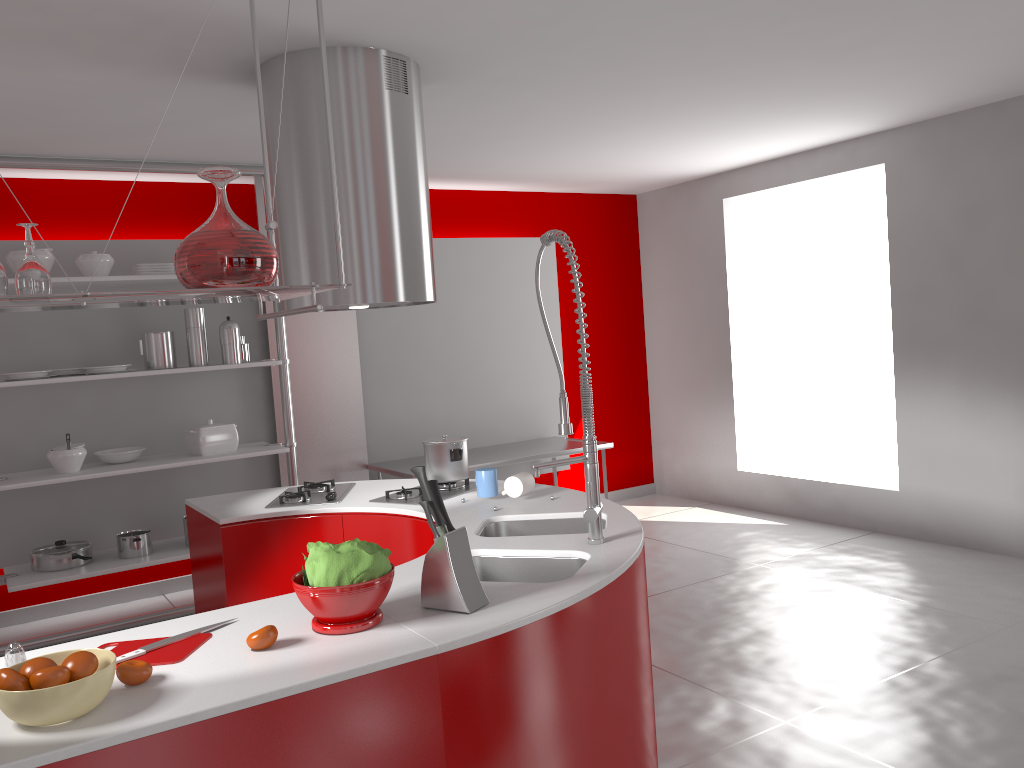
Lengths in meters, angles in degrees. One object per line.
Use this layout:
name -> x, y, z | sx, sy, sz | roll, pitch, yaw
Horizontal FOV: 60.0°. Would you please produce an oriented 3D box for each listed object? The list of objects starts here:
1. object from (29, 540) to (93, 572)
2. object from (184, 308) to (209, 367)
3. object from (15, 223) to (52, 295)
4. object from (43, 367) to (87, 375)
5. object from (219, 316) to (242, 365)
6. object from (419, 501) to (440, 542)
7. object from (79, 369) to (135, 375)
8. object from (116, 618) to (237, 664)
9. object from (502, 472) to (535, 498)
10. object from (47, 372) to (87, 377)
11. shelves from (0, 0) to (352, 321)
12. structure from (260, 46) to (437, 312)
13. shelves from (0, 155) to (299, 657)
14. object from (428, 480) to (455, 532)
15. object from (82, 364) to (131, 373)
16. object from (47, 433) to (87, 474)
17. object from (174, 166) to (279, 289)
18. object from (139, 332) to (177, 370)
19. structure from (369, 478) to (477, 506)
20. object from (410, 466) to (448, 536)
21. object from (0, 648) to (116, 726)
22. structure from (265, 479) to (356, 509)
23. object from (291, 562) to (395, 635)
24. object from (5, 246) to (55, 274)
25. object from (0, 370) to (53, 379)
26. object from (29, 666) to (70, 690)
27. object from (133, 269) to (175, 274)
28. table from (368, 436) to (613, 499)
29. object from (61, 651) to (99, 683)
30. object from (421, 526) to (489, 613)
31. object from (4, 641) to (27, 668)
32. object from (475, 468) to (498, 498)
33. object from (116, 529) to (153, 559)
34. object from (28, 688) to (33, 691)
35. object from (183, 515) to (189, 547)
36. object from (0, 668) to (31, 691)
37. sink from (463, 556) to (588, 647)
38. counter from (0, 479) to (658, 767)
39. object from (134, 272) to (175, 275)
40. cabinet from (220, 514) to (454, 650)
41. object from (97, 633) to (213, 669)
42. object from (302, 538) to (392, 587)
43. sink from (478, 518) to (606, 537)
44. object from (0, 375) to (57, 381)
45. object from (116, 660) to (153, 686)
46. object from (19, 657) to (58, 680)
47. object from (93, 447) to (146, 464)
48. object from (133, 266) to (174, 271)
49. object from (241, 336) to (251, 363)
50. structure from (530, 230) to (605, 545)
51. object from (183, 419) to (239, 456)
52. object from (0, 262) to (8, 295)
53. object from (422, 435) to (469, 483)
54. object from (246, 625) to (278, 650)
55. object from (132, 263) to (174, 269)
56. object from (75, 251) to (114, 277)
object -> -2.429, 0.920, 4.778 | 0.308, 0.130, 0.407 | -6, 4, -24
object -> -1.789, -0.263, 5.031 | 0.109, 0.329, 0.110 | -6, 4, -34
object -> -0.891, -0.224, 1.643 | 0.060, 0.141, 0.060 | -6, 4, -32
object -> -2.443, -0.063, 4.875 | 0.244, 0.042, 0.244 | -7, 5, -40
object -> -1.614, -0.251, 5.083 | 0.115, 0.274, 0.115 | -7, 4, -39
object -> -0.172, 0.369, 2.053 | 0.091, 0.197, 0.009 | -2, 4, 29
object -> -2.174, -0.062, 4.765 | 0.280, 0.015, 0.280 | -4, 3, -2
object -> -0.757, 0.562, 1.936 | 0.041, 0.008, 0.375 | -2, 4, 35
object -> 0.015, 0.373, 3.293 | 0.109, 0.080, 0.100 | -2, 4, 28
object -> -2.442, -0.049, 4.876 | 0.280, 0.015, 0.280 | -4, 3, 5
shelves -> -0.869, -0.621, 1.701 | 0.934, 1.023, 0.462 | -6, 4, -32
structure -> -0.662, -0.786, 3.616 | 0.644, 0.958, 0.644 | -2, 4, 24
shelves -> -2.084, 0.059, 4.969 | 1.735, 2.599, 0.535 | -6, 4, -32
object -> -0.144, 0.366, 2.099 | 0.130, 0.279, 0.012 | -2, 4, 29
object -> -2.175, -0.075, 4.765 | 0.244, 0.042, 0.244 | -1, 5, 42
object -> -2.370, 0.365, 4.720 | 0.192, 0.214, 0.192 | -1, 5, 45
object -> -0.612, -0.322, 1.889 | 0.213, 0.266, 0.213 | -4, 3, -4
object -> -1.979, -0.185, 4.965 | 0.184, 0.205, 0.172 | -6, 4, -26
structure -> -0.321, 0.422, 3.589 | 0.303, 0.037, 0.457 | -2, 4, 33
object -> -0.167, 0.353, 2.079 | 0.150, 0.322, 0.014 | -2, 4, 29
object -> -0.820, 0.556, 1.601 | 0.201, 0.086, 0.201 | -6, 4, -31
structure -> -0.837, 0.450, 3.724 | 0.303, 0.037, 0.457 | -4, 3, -2
object -> -0.375, 0.482, 1.999 | 0.228, 0.118, 0.229 | -2, 4, 29
object -> -2.520, -0.631, 4.646 | 0.231, 0.191, 0.231 | -3, 4, 9
object -> -2.504, -0.041, 4.576 | 0.244, 0.042, 0.244 | -1, 5, 42
object -> -0.822, 0.526, 1.579 | 0.062, 0.052, 0.065 | -1, 5, 43
object -> -2.015, -0.622, 4.989 | 0.200, 0.030, 0.200 | -6, 4, -32
table -> -0.085, 0.811, 6.117 | 1.627, 0.682, 0.749 | -6, 4, -31
object -> -0.801, 0.521, 1.641 | 0.066, 0.049, 0.062 | -6, 4, -24
object -> -0.138, 0.428, 2.069 | 0.137, 0.178, 0.091 | -2, 4, 31
object -> -1.025, 0.564, 1.830 | 0.043, 0.066, 0.042 | -5, 4, -19
object -> -0.107, 0.371, 3.339 | 0.109, 0.100, 0.080 | -2, 4, 31
object -> -2.103, 0.891, 4.944 | 0.196, 0.122, 0.182 | -3, 4, 16
object -> -0.857, 0.561, 1.581 | 0.055, 0.058, 0.066 | -6, 4, -26
object -> -1.773, 0.837, 5.134 | 0.259, 0.161, 0.240 | -1, 5, 41
object -> -0.881, 0.527, 1.563 | 0.066, 0.058, 0.055 | -1, 5, 43
sink -> -0.003, 0.596, 2.414 | 0.428, 0.172, 0.326 | -3, 4, 19
counter -> -0.501, 0.953, 2.625 | 1.868, 0.880, 2.865 | -4, 3, 2
object -> -2.014, -0.607, 4.990 | 0.200, 0.030, 0.200 | -6, 4, -32
cabinet -> -0.753, 0.946, 2.517 | 1.025, 0.761, 1.875 | -3, 4, 13
object -> -0.793, 0.574, 1.893 | 0.266, 0.006, 0.168 | -4, 3, -5
object -> -0.370, 0.428, 2.002 | 0.198, 0.182, 0.193 | -6, 4, -26
sink -> 0.106, 0.559, 2.888 | 0.428, 0.172, 0.326 | -4, 3, 7
object -> -2.503, -0.027, 4.577 | 0.280, 0.015, 0.280 | -4, 3, 5
object -> -0.733, 0.561, 1.724 | 0.065, 0.047, 0.063 | -6, 4, -32
object -> -0.865, 0.527, 1.624 | 0.066, 0.049, 0.062 | -6, 4, -35
object -> -2.207, 0.409, 4.997 | 0.272, 0.072, 0.272 | -3, 4, 22
object -> -2.016, -0.637, 4.988 | 0.200, 0.030, 0.200 | -6, 4, -32
object -> -1.631, -0.205, 5.294 | 0.127, 0.157, 0.127 | -5, 4, -21
structure -> 0.151, 0.006, 2.575 | 0.178, 0.920, 0.308 | -3, 4, 12
object -> -1.755, 0.305, 5.170 | 0.282, 0.197, 0.235 | -7, 5, -42
object -> -0.910, -0.216, 1.533 | 0.060, 0.141, 0.060 | -2, 4, 35
object -> -0.272, 0.303, 3.663 | 0.218, 0.185, 0.189 | -3, 4, 20
object -> -0.528, 0.535, 1.875 | 0.063, 0.048, 0.064 | -1, 4, 36
object -> -2.017, -0.653, 4.987 | 0.200, 0.030, 0.200 | -6, 4, -32
object -> -2.260, -0.641, 4.810 | 0.192, 0.153, 0.192 | -5, 4, -18
